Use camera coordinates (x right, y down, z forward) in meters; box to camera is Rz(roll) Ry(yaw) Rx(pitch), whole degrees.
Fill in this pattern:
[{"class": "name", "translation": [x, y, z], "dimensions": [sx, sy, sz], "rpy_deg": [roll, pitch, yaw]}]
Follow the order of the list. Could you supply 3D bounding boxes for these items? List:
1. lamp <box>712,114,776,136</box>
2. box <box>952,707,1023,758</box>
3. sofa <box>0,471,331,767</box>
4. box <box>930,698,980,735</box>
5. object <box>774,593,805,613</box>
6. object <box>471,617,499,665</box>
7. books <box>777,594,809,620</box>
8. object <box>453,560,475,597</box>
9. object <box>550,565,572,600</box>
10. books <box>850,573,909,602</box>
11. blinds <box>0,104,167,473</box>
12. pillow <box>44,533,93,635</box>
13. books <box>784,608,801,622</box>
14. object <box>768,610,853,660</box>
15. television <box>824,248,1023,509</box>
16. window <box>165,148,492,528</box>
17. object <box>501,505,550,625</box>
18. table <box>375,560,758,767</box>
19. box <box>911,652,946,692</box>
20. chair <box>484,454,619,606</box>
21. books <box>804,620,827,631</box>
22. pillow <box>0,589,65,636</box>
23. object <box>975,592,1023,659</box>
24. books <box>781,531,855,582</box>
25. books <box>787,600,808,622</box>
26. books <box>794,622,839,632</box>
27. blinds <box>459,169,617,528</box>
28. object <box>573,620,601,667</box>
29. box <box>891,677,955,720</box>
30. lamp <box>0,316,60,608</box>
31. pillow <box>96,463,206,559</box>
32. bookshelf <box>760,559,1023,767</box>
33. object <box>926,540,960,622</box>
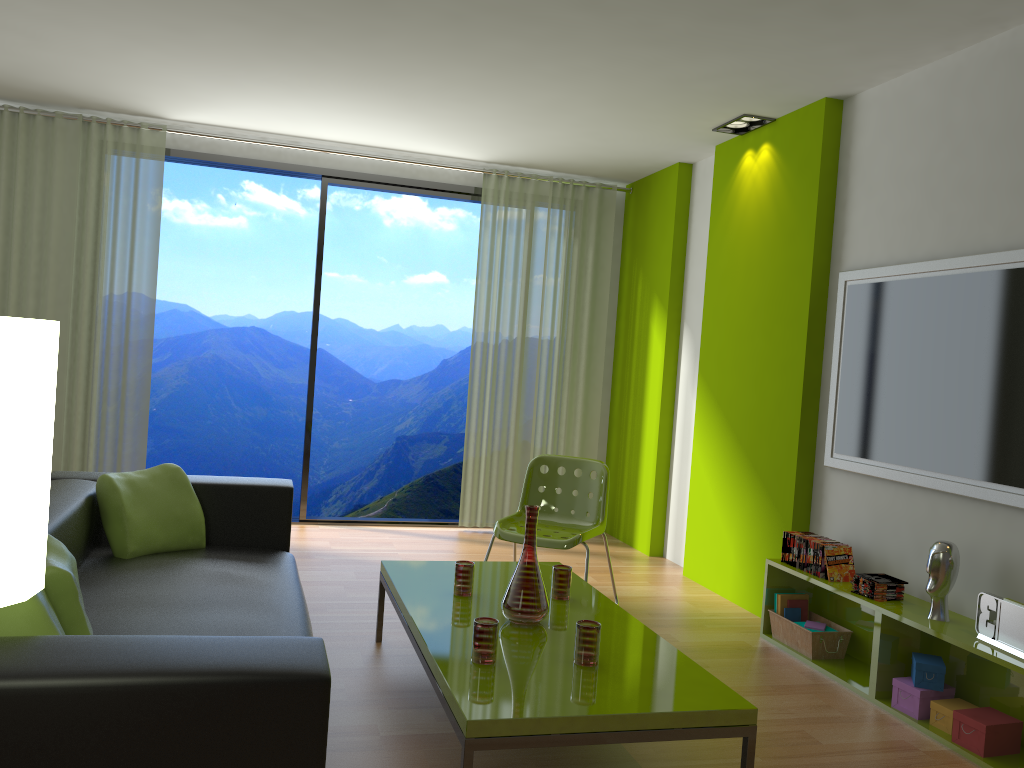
[{"class": "lamp", "translation": [1.282, -1.491, 4.901], "dimensions": [0.192, 0.131, 0.352], "rpy_deg": [4, 1, -16]}, {"class": "box", "translation": [1.639, 1.204, 3.063], "dimensions": [0.202, 0.116, 0.135], "rpy_deg": [4, 1, -21]}, {"class": "sofa", "translation": [-1.159, 0.768, 2.774], "dimensions": [1.061, 0.639, 2.583], "rpy_deg": [4, 1, -16]}, {"class": "box", "translation": [1.609, 1.209, 3.218], "dimensions": [0.169, 0.093, 0.102], "rpy_deg": [4, 1, -21]}, {"class": "object", "translation": [1.325, 1.099, 4.226], "dimensions": [0.158, 0.200, 0.040], "rpy_deg": [4, 1, -16]}, {"class": "object", "translation": [-0.079, 0.759, 2.619], "dimensions": [0.076, 0.122, 0.075], "rpy_deg": [5, 1, 19]}, {"class": "books", "translation": [1.331, 1.099, 4.202], "dimensions": [0.158, 0.202, 0.051], "rpy_deg": [4, 1, -16]}, {"class": "object", "translation": [-0.181, 0.735, 3.346], "dimensions": [0.076, 0.122, 0.075], "rpy_deg": [5, 1, 19]}, {"class": "object", "translation": [0.189, 0.760, 3.392], "dimensions": [0.076, 0.122, 0.075], "rpy_deg": [5, 1, 19]}, {"class": "books", "translation": [1.508, 0.835, 3.656], "dimensions": [0.164, 0.078, 0.172], "rpy_deg": [4, 1, -17]}, {"class": "blinds", "translation": [-2.808, -0.419, 5.632], "dimensions": [1.012, 2.568, 0.067], "rpy_deg": [4, 1, -16]}, {"class": "pillow", "translation": [-1.197, 0.584, 2.343], "dimensions": [0.164, 0.317, 0.380], "rpy_deg": [3, 2, -32]}, {"class": "books", "translation": [1.315, 1.126, 4.162], "dimensions": [0.086, 0.148, 0.025], "rpy_deg": [4, 1, -16]}, {"class": "object", "translation": [1.361, 1.149, 4.075], "dimensions": [0.213, 0.129, 0.367], "rpy_deg": [4, 1, -16]}, {"class": "television", "translation": [1.757, -0.039, 3.541], "dimensions": [0.028, 0.941, 1.537], "rpy_deg": [4, 1, -16]}, {"class": "window", "translation": [-1.193, -0.237, 6.321], "dimensions": [3.336, 2.498, 0.219], "rpy_deg": [4, 1, -16]}, {"class": "object", "translation": [0.056, 0.618, 3.042], "dimensions": [0.168, 0.400, 0.168], "rpy_deg": [3, 2, -30]}, {"class": "table", "translation": [0.040, 0.989, 3.099], "dimensions": [0.810, 0.349, 1.682], "rpy_deg": [4, 1, -16]}, {"class": "box", "translation": [1.572, 1.087, 3.353], "dimensions": [0.102, 0.093, 0.138], "rpy_deg": [5, 1, 19]}, {"class": "chair", "translation": [0.195, 0.762, 4.465], "dimensions": [0.640, 0.759, 0.546], "rpy_deg": [5, 1, 23]}, {"class": "books", "translation": [1.379, 1.098, 4.029], "dimensions": [0.087, 0.008, 0.110], "rpy_deg": [5, 1, 24]}, {"class": "pillow", "translation": [-1.078, 0.586, 1.967], "dimensions": [0.210, 0.403, 0.457], "rpy_deg": [3, 2, -30]}, {"class": "object", "translation": [1.695, 0.822, 2.986], "dimensions": [0.047, 0.176, 0.340], "rpy_deg": [4, 1, -11]}, {"class": "books", "translation": [1.401, 0.785, 4.048], "dimensions": [0.147, 0.150, 0.370], "rpy_deg": [4, 1, -16]}, {"class": "books", "translation": [1.347, 1.111, 4.184], "dimensions": [0.105, 0.182, 0.031], "rpy_deg": [4, 1, -16]}, {"class": "books", "translation": [1.384, 1.116, 4.012], "dimensions": [0.143, 0.025, 0.182], "rpy_deg": [4, 1, -16]}, {"class": "blinds", "translation": [0.190, -0.225, 6.474], "dimensions": [1.012, 2.568, 0.067], "rpy_deg": [4, 1, -16]}, {"class": "object", "translation": [0.226, 0.780, 2.666], "dimensions": [0.075, 0.122, 0.076], "rpy_deg": [5, 2, 40]}, {"class": "box", "translation": [1.556, 1.191, 3.361], "dimensions": [0.202, 0.116, 0.135], "rpy_deg": [4, 1, -21]}, {"class": "lamp", "translation": [-0.840, 0.520, 1.261], "dimensions": [0.302, 1.244, 0.295], "rpy_deg": [4, 1, -16]}, {"class": "pillow", "translation": [-1.467, 0.516, 3.581], "dimensions": [0.269, 0.362, 0.399], "rpy_deg": [5, 2, 33]}, {"class": "bookshelf", "translation": [1.572, 1.071, 3.521], "dimensions": [0.306, 0.378, 1.630], "rpy_deg": [4, 1, -16]}, {"class": "object", "translation": [1.627, 0.746, 3.353], "dimensions": [0.107, 0.305, 0.107], "rpy_deg": [5, 2, 41]}]
